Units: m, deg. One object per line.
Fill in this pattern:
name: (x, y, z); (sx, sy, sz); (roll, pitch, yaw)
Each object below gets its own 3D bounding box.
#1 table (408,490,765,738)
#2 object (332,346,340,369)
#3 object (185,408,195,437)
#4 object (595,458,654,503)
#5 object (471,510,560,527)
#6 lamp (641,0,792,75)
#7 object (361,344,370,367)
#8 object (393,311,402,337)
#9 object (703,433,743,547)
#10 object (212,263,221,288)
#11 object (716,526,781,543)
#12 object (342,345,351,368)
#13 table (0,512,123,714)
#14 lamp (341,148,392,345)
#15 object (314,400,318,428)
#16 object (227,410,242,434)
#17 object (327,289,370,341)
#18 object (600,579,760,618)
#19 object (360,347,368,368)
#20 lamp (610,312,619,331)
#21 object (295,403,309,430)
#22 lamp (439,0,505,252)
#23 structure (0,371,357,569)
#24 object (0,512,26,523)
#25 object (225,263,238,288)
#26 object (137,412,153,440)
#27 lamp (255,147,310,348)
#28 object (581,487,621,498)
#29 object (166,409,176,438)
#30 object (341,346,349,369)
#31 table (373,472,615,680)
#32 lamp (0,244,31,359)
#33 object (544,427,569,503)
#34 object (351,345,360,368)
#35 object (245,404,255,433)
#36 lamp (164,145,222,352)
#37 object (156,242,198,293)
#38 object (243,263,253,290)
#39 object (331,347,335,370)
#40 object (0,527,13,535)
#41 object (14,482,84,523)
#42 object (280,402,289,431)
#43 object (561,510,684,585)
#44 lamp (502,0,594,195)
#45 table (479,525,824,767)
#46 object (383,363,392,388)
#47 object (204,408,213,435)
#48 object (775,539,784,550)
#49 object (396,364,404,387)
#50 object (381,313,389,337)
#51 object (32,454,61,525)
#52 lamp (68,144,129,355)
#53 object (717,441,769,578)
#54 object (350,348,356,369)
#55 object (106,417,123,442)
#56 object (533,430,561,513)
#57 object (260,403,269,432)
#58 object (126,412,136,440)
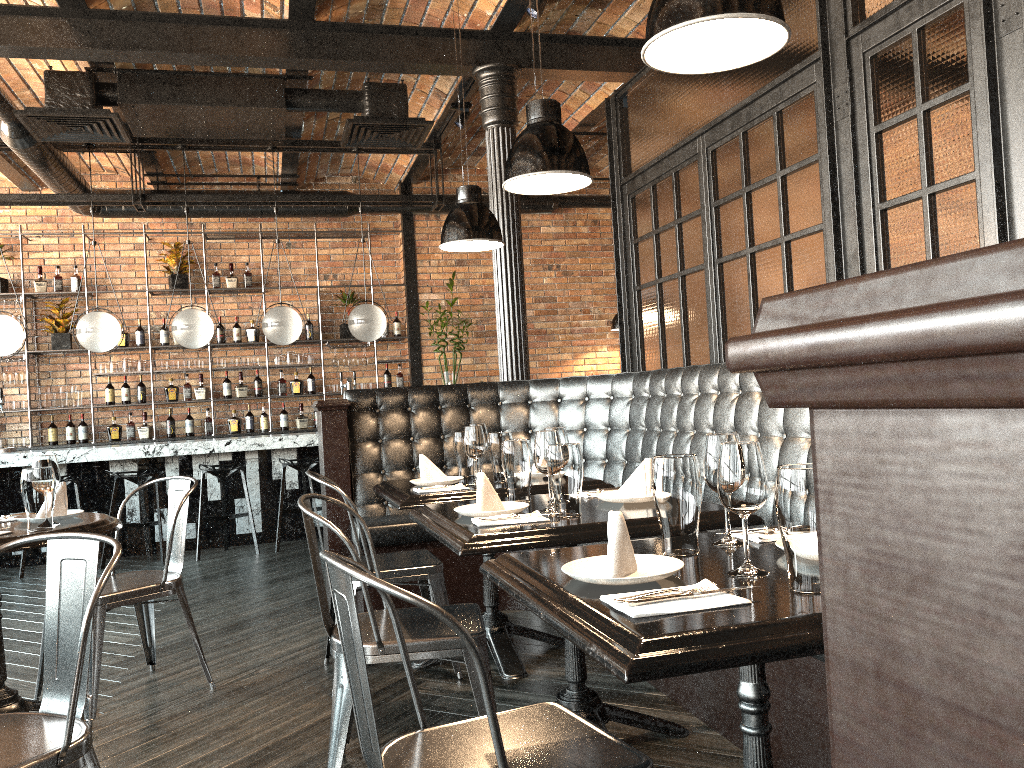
table: (0.192, 0.763, 2.780); (0.872, 0.758, 0.872); (-3, -1, -15)
object: (-1.883, -0.286, 9.478); (0.092, 0.244, 0.092); (-4, -1, 24)
object: (-3.332, 0.393, 9.165); (0.086, 0.298, 0.086); (-4, -1, 34)
object: (0.382, 0.310, 2.862); (0.232, 0.139, 0.232); (-3, -1, -44)
object: (0.012, 0.381, 2.546); (0.255, 0.019, 0.157); (-3, -1, -10)
lamp: (0.356, -1.493, 1.777); (0.291, 1.653, 0.291); (-4, -1, 30)
object: (-1.582, -0.302, 9.560); (0.092, 0.244, 0.092); (-4, -1, 24)
object: (-1.267, -0.655, 9.780); (0.086, 0.298, 0.086); (-4, -1, 39)
object: (0.474, 0.232, 1.966); (0.092, 0.244, 0.092); (-3, -1, -43)
object: (-3.091, -1.122, 9.269); (0.083, 0.282, 0.083); (-3, -1, -15)
object: (0.599, 0.340, 2.050); (0.255, 0.019, 0.157); (-3, -1, -15)
object: (-1.777, -0.292, 9.507); (0.092, 0.244, 0.092); (-4, -1, 24)
table: (-1.830, 0.886, 3.131); (0.866, 0.758, 0.866); (-4, -1, 38)
lamp: (-1.326, -1.227, 7.894); (0.340, 1.754, 0.340); (-4, -1, 31)
object: (-2.080, 0.324, 9.503); (0.086, 0.299, 0.086); (-4, -1, 34)
object: (-2.901, 0.395, 9.274); (0.151, 0.248, 0.094); (-3, -1, -6)
object: (-1.756, -0.758, 9.586); (0.374, 0.560, 0.398); (-3, -1, -43)
object: (0.286, 0.349, 1.472); (0.255, 0.019, 0.157); (-3, -1, -15)
object: (-1.626, -0.297, 9.719); (0.092, 0.244, 0.092); (-4, -1, 24)
lamp: (1.178, -1.421, 9.755); (0.291, 1.653, 0.291); (-3, -1, -40)
object: (-2.238, 0.344, 9.442); (0.123, 0.279, 0.123); (-3, -1, -27)
lamp: (-0.223, -1.427, 3.904); (0.291, 1.653, 0.291); (-4, -1, 30)
structure: (-2.692, 0.675, 8.101); (5.346, 1.430, 1.930); (-3, -1, -15)
object: (-1.920, 0.507, 3.365); (0.157, 0.019, 0.255); (-4, -1, 35)
object: (-2.941, -1.127, 9.312); (0.123, 0.279, 0.123); (-3, -1, -12)
object: (-3.735, 0.425, 9.032); (0.123, 0.279, 0.123); (-3, -1, -2)
lamp: (-2.032, -1.189, 7.701); (0.340, 1.754, 0.340); (-4, -1, 31)
object: (0.306, 0.372, 3.072); (0.255, 0.019, 0.157); (-3, -1, -15)
object: (-3.498, 0.401, 9.086); (0.086, 0.297, 0.086); (-4, -1, 19)
object: (-1.821, -0.287, 9.666); (0.092, 0.244, 0.092); (-4, -1, 24)
table: (-0.097, 0.796, 3.844); (0.872, 0.758, 0.872); (-3, -1, -15)
lamp: (-4.149, -1.074, 7.121); (0.340, 1.754, 0.340); (-4, -1, 31)
object: (0.149, 0.266, 2.932); (0.092, 0.244, 0.092); (-3, -1, 2)
object: (-1.682, -0.297, 9.533); (0.092, 0.244, 0.092); (-4, -1, 24)
object: (-2.758, 0.363, 9.328); (0.086, 0.298, 0.086); (-4, -1, 34)
lamp: (-2.738, -1.150, 7.507); (0.340, 1.754, 0.340); (-4, -1, 31)
object: (-3.483, -1.221, 9.203); (0.425, 0.526, 0.430); (-3, -1, -13)
object: (-2.789, -1.138, 9.352); (0.083, 0.282, 0.083); (-3, -1, -30)
object: (-1.927, -0.281, 9.637); (0.092, 0.244, 0.092); (-4, -1, 24)
object: (-1.751, 0.489, 2.889); (0.157, 0.019, 0.255); (-4, -1, 15)
object: (-1.718, 0.439, 3.288); (0.232, 0.139, 0.232); (-4, -1, 45)
object: (-2.419, 0.343, 9.415); (0.086, 0.298, 0.086); (-4, -1, 34)
object: (0.208, 0.303, 1.693); (0.232, 0.139, 0.232); (-4, -1, 17)
lamp: (0.066, -1.460, 2.841); (0.291, 1.653, 0.291); (-4, -1, 30)
table: (0.479, 0.731, 1.729); (0.872, 0.758, 0.872); (-3, -1, -15)
object: (-1.364, -0.079, 9.711); (0.086, 0.299, 0.086); (-4, -1, 34)
object: (-3.153, 0.391, 9.206); (0.083, 0.282, 0.083); (-3, -1, -30)
object: (0.653, 0.278, 1.800); (0.232, 0.139, 0.232); (-4, -1, 33)
object: (-1.232, -0.077, 9.743); (0.083, 0.282, 0.083); (-3, -1, -5)
object: (-1.395, -0.640, 9.717); (0.083, 0.282, 0.083); (-3, -1, 0)
object: (-1.635, 0.373, 3.115); (0.092, 0.244, 0.092); (-3, -1, -16)
lamp: (-3.444, -1.112, 7.314); (0.340, 1.754, 0.340); (-4, -1, 31)
object: (0.430, 0.230, 1.646); (0.092, 0.244, 0.092); (-3, -1, -43)
object: (-1.725, -0.292, 9.692); (0.092, 0.244, 0.092); (-4, -1, 24)
object: (-4.019, 0.456, 8.967); (0.151, 0.248, 0.094); (-3, -1, -26)
object: (0.114, 0.264, 2.702); (0.092, 0.244, 0.092); (-4, -1, 35)
object: (-2.614, 0.355, 9.354); (0.080, 0.299, 0.080); (-3, -1, -13)
object: (-3.872, 0.430, 9.009); (0.083, 0.282, 0.083); (-3, -1, -15)
